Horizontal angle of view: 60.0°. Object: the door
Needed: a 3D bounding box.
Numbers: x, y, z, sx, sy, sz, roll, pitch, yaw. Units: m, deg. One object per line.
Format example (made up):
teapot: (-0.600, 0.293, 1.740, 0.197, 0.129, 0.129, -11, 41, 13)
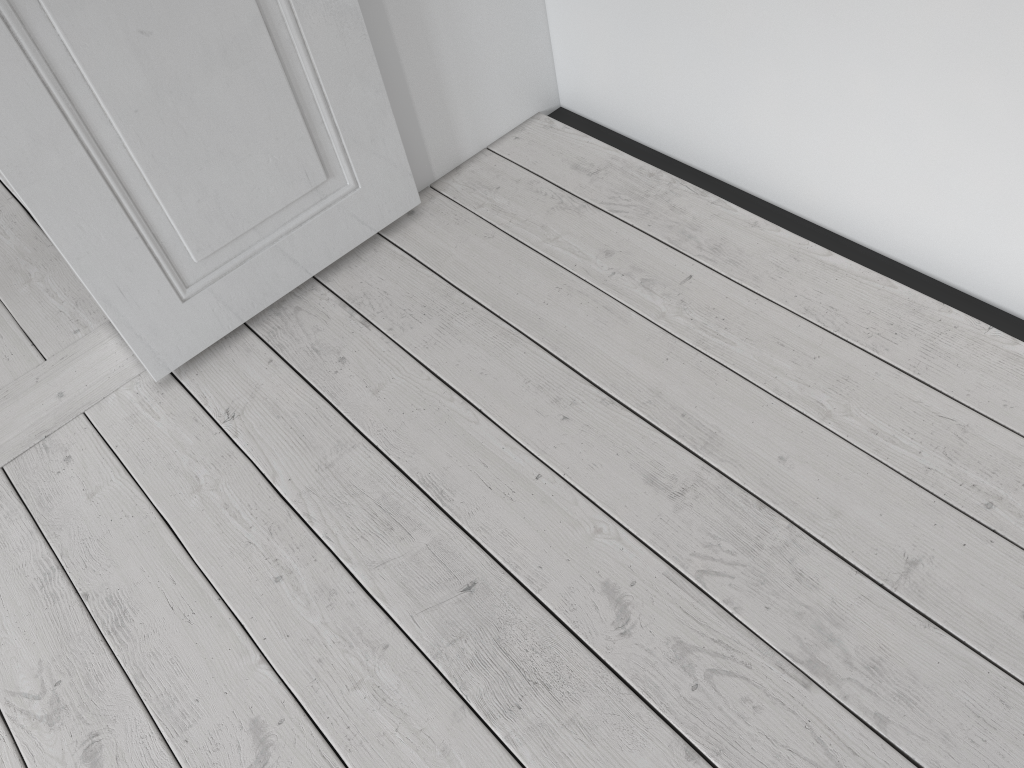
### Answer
door: (-0.654, -0.949, 0.965, 0.667, 2.322, 0.034, -39, 53, -19)
